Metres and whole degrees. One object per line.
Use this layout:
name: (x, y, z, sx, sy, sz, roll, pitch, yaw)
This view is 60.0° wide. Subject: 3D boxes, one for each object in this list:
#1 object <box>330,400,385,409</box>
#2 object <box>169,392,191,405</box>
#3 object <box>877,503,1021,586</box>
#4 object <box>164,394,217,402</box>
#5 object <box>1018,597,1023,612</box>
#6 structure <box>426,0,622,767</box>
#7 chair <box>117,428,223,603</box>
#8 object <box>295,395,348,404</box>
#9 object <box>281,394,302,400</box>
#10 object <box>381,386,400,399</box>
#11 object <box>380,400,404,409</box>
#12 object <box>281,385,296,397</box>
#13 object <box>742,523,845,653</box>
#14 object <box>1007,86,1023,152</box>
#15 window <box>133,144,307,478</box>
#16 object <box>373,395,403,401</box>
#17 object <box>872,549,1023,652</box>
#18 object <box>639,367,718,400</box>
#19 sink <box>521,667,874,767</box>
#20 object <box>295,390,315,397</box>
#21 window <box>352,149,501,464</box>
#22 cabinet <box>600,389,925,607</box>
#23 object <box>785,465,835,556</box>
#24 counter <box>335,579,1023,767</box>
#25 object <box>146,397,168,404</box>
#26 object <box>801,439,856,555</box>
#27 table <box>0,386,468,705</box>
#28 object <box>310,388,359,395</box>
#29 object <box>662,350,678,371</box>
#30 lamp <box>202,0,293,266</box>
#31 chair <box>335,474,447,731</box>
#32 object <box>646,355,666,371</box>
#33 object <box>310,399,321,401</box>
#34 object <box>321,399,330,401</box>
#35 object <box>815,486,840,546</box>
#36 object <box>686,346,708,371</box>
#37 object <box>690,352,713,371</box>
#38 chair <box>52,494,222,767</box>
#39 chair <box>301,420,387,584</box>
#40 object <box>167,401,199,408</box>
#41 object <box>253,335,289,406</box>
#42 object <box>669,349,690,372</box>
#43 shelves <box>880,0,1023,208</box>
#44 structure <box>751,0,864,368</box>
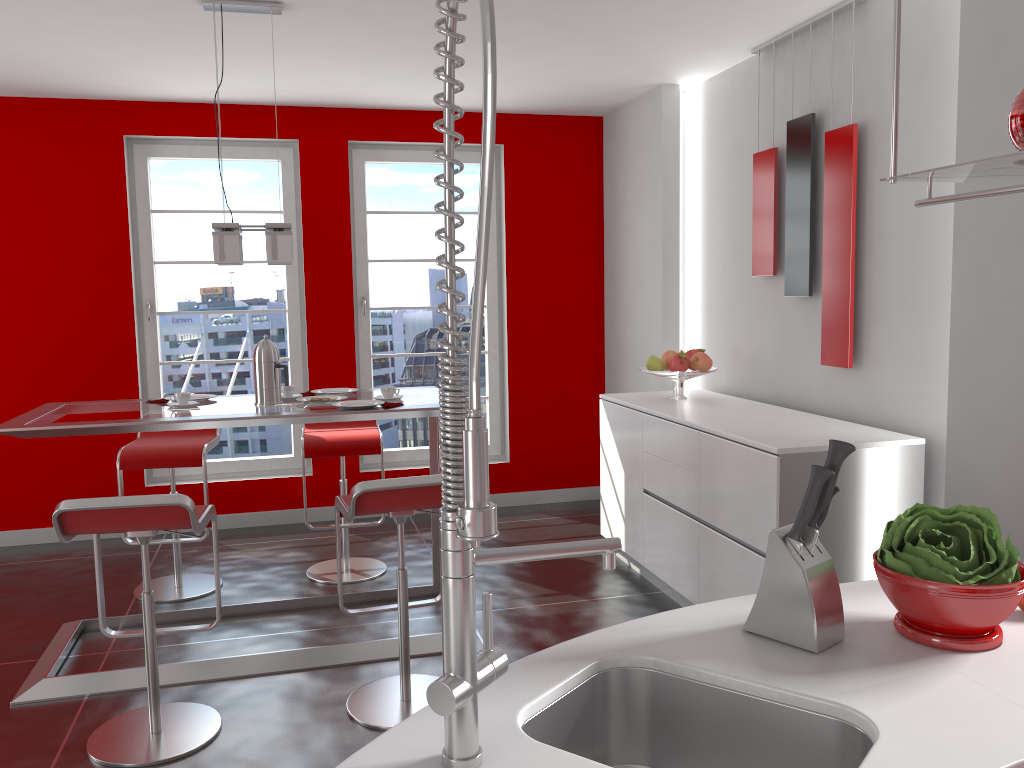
object: (-0.612, 0.084, 3.523, 0.217, 0.015, 0.217, 1, 6, 22)
object: (-1.358, 0.061, 3.641, 0.078, 0.049, 0.062, 0, 6, 8)
object: (0.693, 0.293, 1.422, 0.198, 0.182, 0.193, -2, 6, -9)
object: (-1.395, 0.064, 3.850, 0.217, 0.015, 0.217, 0, 6, 10)
object: (0.892, 0.369, 1.507, 0.064, 0.048, 0.063, -5, 7, -36)
structure: (-0.015, 0.001, 0.984, 0.178, 0.920, 0.308, 2, 7, 29)
chair: (-1.675, 0.593, 4.411, 0.418, 0.857, 0.460, -2, 6, -7)
object: (-0.795, 0.067, 3.711, 0.217, 0.015, 0.217, 1, 6, 23)
object: (-0.969, 0.057, 3.846, 0.119, 0.016, 0.119, -3, 6, -17)
object: (-0.514, 0.036, 3.738, 0.078, 0.049, 0.062, -3, 6, -15)
object: (-0.477, 0.080, 3.551, 0.095, 0.012, 0.234, -3, 6, -14)
object: (-0.976, 0.033, 3.846, 0.078, 0.049, 0.062, 2, 7, 25)
object: (0.453, 0.317, 1.430, 0.091, 0.178, 0.137, -6, 8, -41)
object: (0.879, -0.477, 1.350, 0.213, 0.266, 0.213, 0, 6, 14)
window: (-1.808, -0.449, 5.550, 0.938, 2.038, 0.117, -3, 6, -14)
object: (-0.521, 0.060, 3.738, 0.119, 0.016, 0.119, 0, 6, 5)
object: (0.704, 0.345, 1.431, 0.229, 0.118, 0.228, -7, 8, -43)
object: (0.857, -0.002, 4.568, 0.398, 0.159, 0.398, 3, 7, 35)
sink: (0.239, 0.546, 1.170, 0.428, 0.172, 0.326, 3, 7, 36)
object: (-0.935, 0.044, 3.977, 0.095, 0.012, 0.234, -3, 6, -16)
window: (-0.549, -0.505, 5.871, 0.938, 2.038, 0.117, -3, 6, -14)
cabinet: (1.008, 0.566, 4.100, 0.610, 0.880, 1.802, -3, 6, -14)
object: (0.443, 0.260, 1.392, 0.012, 0.279, 0.130, -7, 8, -43)
counter: (0.687, 0.905, 0.868, 1.868, 0.880, 2.865, 1, 6, 19)
object: (-1.530, 0.071, 3.819, 0.095, 0.012, 0.234, -3, 6, -16)
object: (0.469, 0.243, 1.401, 0.014, 0.322, 0.150, -7, 8, -43)
table: (-1.086, 0.581, 3.725, 1.700, 1.000, 0.800, -3, 6, -14)
object: (-0.800, 0.037, 4.009, 0.217, 0.015, 0.217, -6, 8, -38)
object: (0.833, -0.124, 4.663, 0.096, 0.105, 0.117, 1, 6, 15)
lamp: (-1.061, -1.000, 3.574, 0.304, 1.025, 0.304, -3, 6, -14)
chair: (-0.377, 0.707, 3.088, 0.418, 0.857, 0.460, -3, 6, -19)
object: (0.739, -0.103, 4.551, 0.100, 0.086, 0.083, 3, 7, 35)
object: (-0.817, 0.066, 3.686, 0.036, 0.006, 0.034, 0, 6, 9)
object: (-0.775, 0.066, 3.680, 0.034, 0.006, 0.036, -4, 7, -26)
object: (0.483, 0.254, 1.427, 0.009, 0.197, 0.091, -7, 8, -43)
object: (0.945, -0.134, 4.615, 0.117, 0.129, 0.150, 3, 7, 33)
object: (0.965, -0.114, 4.490, 0.121, 0.101, 0.097, -5, 7, -36)
chair: (-1.188, 0.742, 2.886, 0.418, 0.857, 0.460, -2, 6, -10)
chair: (-0.879, 0.556, 4.634, 0.418, 0.857, 0.460, -2, 6, -12)
object: (-1.350, 0.085, 3.642, 0.119, 0.016, 0.119, -5, 7, -34)
object: (-0.993, -0.061, 3.660, 0.149, 0.287, 0.113, -2, 6, -6)
object: (0.836, -0.115, 4.466, 0.097, 0.133, 0.117, -4, 7, -25)
shelves: (1.148, -0.817, 1.406, 0.934, 1.023, 0.462, -3, 6, -14)
structure: (1.304, -0.851, 4.019, 0.040, 1.503, 0.820, -3, 6, -14)
